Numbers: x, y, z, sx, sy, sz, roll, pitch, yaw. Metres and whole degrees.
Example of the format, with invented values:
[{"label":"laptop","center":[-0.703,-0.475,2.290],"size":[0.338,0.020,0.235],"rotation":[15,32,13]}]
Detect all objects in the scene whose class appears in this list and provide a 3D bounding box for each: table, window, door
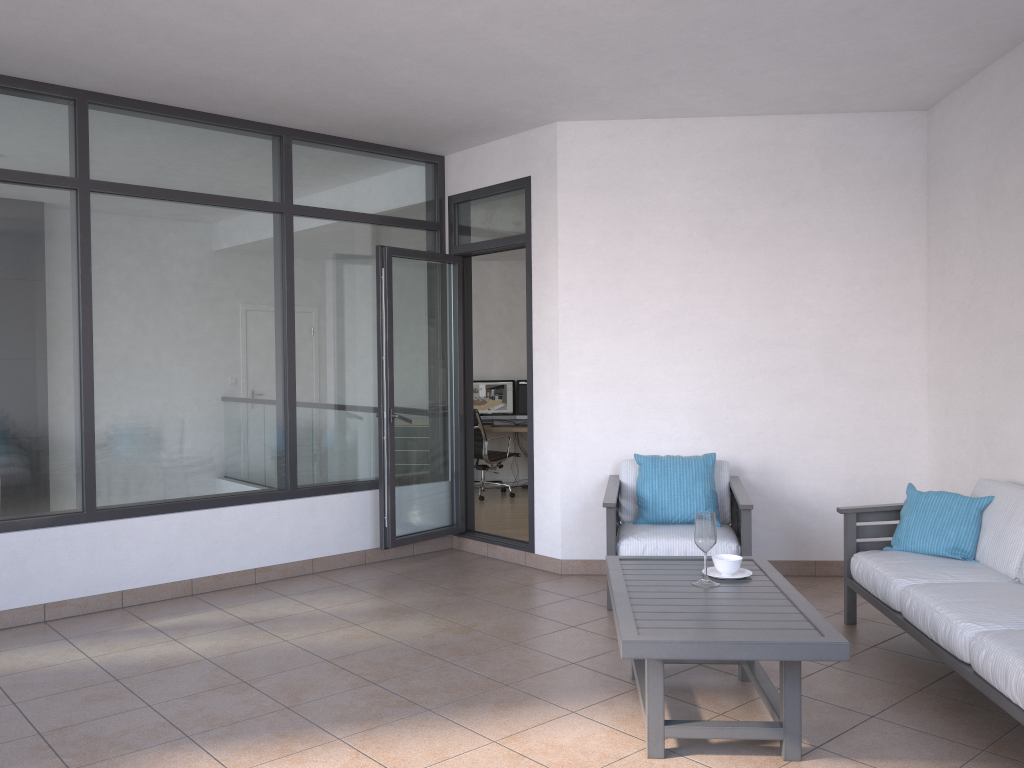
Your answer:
[{"label":"table","center":[0.743,1.032,3.415],"size":[0.710,0.473,1.260],"rotation":[-1,1,4]},{"label":"window","center":[-2.420,-0.428,4.982],"size":[5.002,2.402,0.170],"rotation":[-2,2,-41]},{"label":"door","center":[-0.380,-0.121,6.012],"size":[0.924,2.500,0.905],"rotation":[-2,2,-41]}]

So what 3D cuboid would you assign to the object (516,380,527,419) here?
[{"label":"object","center":[0.409,0.217,10.420],"size":[0.716,0.535,0.190],"rotation":[0,1,9]}]

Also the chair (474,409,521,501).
[{"label":"chair","center":[-0.322,0.755,9.893],"size":[0.699,0.991,0.664],"rotation":[-1,1,-35]}]

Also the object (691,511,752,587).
[{"label":"object","center":[0.836,0.653,3.635],"size":[0.337,0.284,0.203],"rotation":[-1,1,-36]}]

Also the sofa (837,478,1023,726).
[{"label":"sofa","center":[2.019,0.870,3.507],"size":[0.807,0.765,2.161],"rotation":[-1,1,4]}]

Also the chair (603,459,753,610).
[{"label":"chair","center":[0.952,0.849,5.171],"size":[0.797,0.765,0.807],"rotation":[0,1,9]}]
